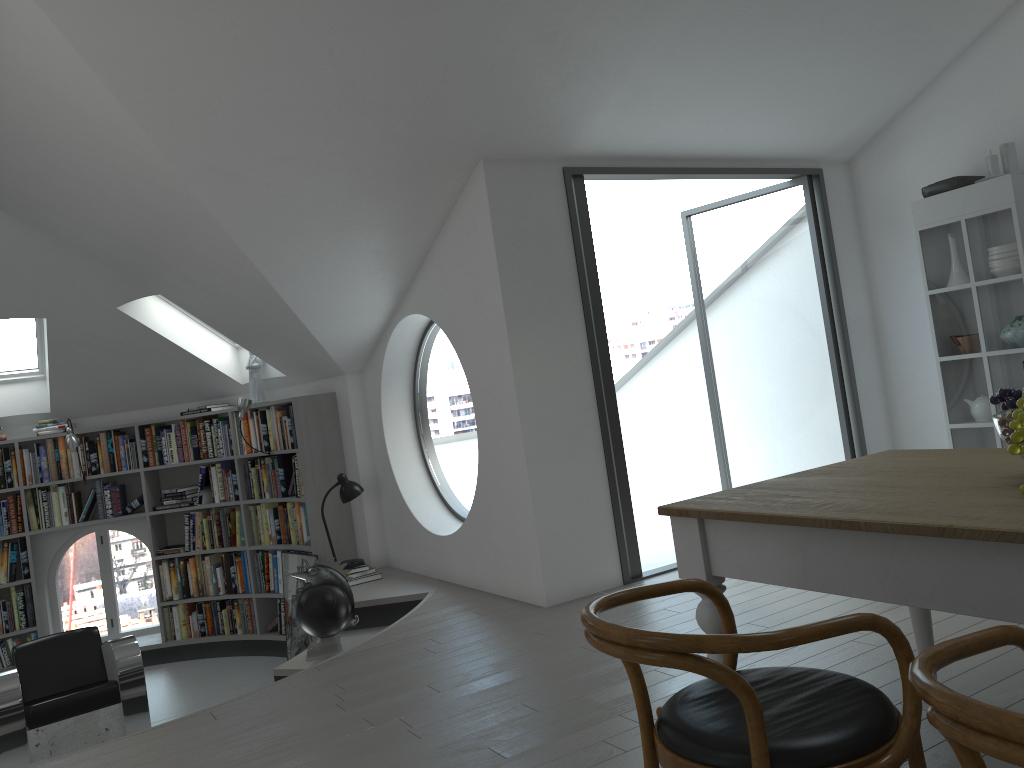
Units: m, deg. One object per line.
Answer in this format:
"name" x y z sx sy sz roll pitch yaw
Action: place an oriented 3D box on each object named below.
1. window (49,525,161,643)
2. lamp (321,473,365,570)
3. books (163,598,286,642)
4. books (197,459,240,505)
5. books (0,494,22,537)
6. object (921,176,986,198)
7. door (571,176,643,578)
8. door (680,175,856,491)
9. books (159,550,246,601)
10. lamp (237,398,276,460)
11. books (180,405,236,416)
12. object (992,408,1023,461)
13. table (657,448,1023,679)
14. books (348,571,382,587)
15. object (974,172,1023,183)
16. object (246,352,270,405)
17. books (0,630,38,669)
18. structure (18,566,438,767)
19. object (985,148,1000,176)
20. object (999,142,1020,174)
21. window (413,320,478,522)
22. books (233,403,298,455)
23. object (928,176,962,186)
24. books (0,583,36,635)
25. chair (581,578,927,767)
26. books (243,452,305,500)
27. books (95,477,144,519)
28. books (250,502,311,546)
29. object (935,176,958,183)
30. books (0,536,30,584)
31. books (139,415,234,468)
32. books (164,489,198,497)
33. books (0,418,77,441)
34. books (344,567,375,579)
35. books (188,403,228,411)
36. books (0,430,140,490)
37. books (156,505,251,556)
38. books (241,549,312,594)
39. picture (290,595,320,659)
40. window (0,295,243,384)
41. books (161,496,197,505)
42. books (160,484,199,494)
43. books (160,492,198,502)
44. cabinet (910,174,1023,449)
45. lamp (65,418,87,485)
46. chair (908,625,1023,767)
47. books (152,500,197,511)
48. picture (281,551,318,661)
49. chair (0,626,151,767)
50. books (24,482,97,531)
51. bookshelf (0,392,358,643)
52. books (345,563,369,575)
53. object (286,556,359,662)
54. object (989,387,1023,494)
"window" -4.417 1.877 7.135 3.236 1.152 0.615 -8 -2 -44
"lamp" -1.188 0.967 6.317 0.323 0.661 0.233 -8 -2 -15
"books" -2.283 1.944 7.467 1.494 0.311 0.360 -8 -1 22
"books" -2.426 0.823 7.581 0.552 0.351 0.256 -8 -2 16
"books" -4.480 1.118 7.134 1.030 0.359 0.300 -8 -1 -44
"object" 2.740 -1.189 5.489 0.299 0.120 0.298 -8 -1 -30
"door" 0.293 -0.012 5.592 0.080 2.349 1.048 -7 -2 -30
"door" 1.867 -0.232 6.492 1.048 2.349 0.080 -10 -3 45
"books" -2.593 1.620 7.597 0.871 0.351 0.272 -8 -1 11
"lamp" -2.011 0.353 7.008 0.276 0.526 0.112 -7 -2 -40
"books" -2.627 0.231 7.673 0.335 0.036 0.317 -8 0 22
"object" 1.310 0.132 2.023 0.359 0.160 0.360 -9 -1 40
"table" 1.728 0.549 1.280 1.020 0.800 3.341 -8 -1 -30
"books" -1.163 1.381 6.290 0.366 0.042 0.387 -8 0 -30
"object" 2.898 -1.210 5.224 0.295 0.025 0.150 -8 0 -6
"object" -2.128 -0.064 7.343 0.179 0.473 0.179 -7 -2 -21
"books" -4.292 2.232 7.058 0.287 0.307 1.021 -9 -1 45
"structure" -2.820 1.984 5.459 4.704 0.694 4.711 -8 0 15
"object" 2.831 -1.291 5.221 0.054 0.196 0.054 -8 -2 -5
"object" 2.936 -1.313 5.231 0.072 0.211 0.071 -8 -2 -7
"window" -0.313 0.223 6.011 0.104 1.472 1.467 -7 -2 -30
"books" -1.874 0.352 7.181 1.011 0.362 0.293 -9 -1 42
"object" 2.739 -1.198 5.489 0.238 0.120 0.237 -8 -1 -30
"books" -4.334 1.871 7.087 0.292 0.358 1.033 -10 -1 45
"chair" 0.487 0.766 1.749 0.622 0.735 0.526 -7 -2 -27
"books" -1.812 0.732 7.158 0.280 0.358 1.049 -7 -1 -45
"books" -3.345 0.961 7.652 0.399 0.341 0.224 -8 -2 -10
"books" -1.748 1.111 7.144 1.018 0.348 0.276 -9 -1 45
"object" 2.738 -1.208 5.490 0.170 0.120 0.170 -8 -1 -30
"books" -4.398 1.489 7.090 0.296 0.352 0.999 -9 -1 43
"books" -2.739 0.477 7.638 0.968 0.368 0.306 -8 -1 13
"books" -2.861 0.944 7.713 0.226 0.036 0.213 -8 0 20
"books" -4.696 0.449 6.587 0.746 0.174 2.818 -8 0 30
"books" -1.168 1.344 6.291 0.287 0.034 0.303 -8 -1 -40
"books" -2.631 0.203 7.674 0.247 0.027 0.233 -8 0 32
"books" -3.943 0.649 7.472 1.568 0.367 0.393 -8 -1 -25
"books" -2.567 1.229 7.583 0.973 0.352 0.251 -8 -2 12
"books" -1.753 1.498 7.167 1.181 0.359 0.304 -9 -1 41
"picture" -1.537 1.884 6.622 0.107 0.556 0.488 -6 -2 -40
"window" -3.866 -0.423 6.741 4.062 0.714 1.927 -8 -1 -30
"books" -2.852 1.006 7.711 0.285 0.031 0.269 -8 0 5
"books" -2.865 0.913 7.715 0.285 0.031 0.269 -9 -1 40
"books" -2.856 0.975 7.712 0.285 0.031 0.269 -8 0 20
"cabinet" 2.949 -0.201 5.340 0.361 1.992 0.640 -7 -2 -31
"lamp" -3.629 0.568 7.353 0.113 0.567 0.357 -7 -2 -23
"chair" 0.883 0.705 1.143 0.622 0.735 0.526 -7 -2 -30
"books" -2.847 1.038 7.710 0.387 0.042 0.365 -8 0 10
"picture" -1.610 1.735 6.804 0.090 0.864 0.577 -6 -2 -40
"chair" -2.814 1.979 5.585 0.824 0.720 0.739 -7 -1 -35
"books" -4.489 1.124 6.859 0.589 0.371 2.533 -9 -1 40
"bookshelf" -3.613 1.331 6.675 4.340 1.882 2.103 -8 -1 -30
"books" -1.173 1.312 6.292 0.269 0.031 0.285 -8 0 -20
"object" -1.085 1.275 5.116 0.320 0.563 0.320 -9 -2 33
"object" 1.272 0.074 2.025 0.292 0.284 0.394 -9 -1 24
